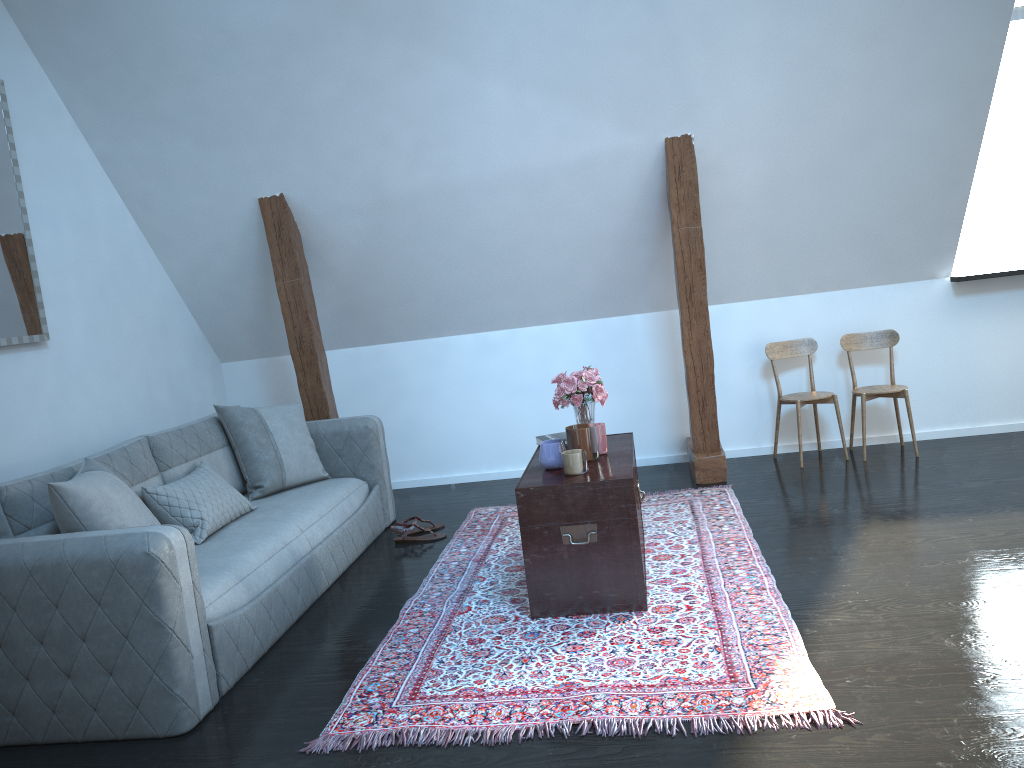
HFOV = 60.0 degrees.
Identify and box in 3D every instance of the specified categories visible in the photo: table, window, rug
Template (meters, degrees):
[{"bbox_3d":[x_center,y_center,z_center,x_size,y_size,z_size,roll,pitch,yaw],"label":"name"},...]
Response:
[{"bbox_3d":[0.318,0.536,3.630,0.471,0.492,0.962,-6,6,8],"label":"table"},{"bbox_3d":[4.398,-2.655,1.948,8.018,4.249,5.959,-6,6,8],"label":"window"},{"bbox_3d":[0.322,0.778,3.630,1.512,0.029,2.647,-6,6,9],"label":"rug"}]

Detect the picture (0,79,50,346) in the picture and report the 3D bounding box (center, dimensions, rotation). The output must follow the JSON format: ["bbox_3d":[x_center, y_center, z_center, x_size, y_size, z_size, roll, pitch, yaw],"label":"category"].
[{"bbox_3d":[-2.301,-0.728,3.596,0.025,1.185,0.965,-6,6,8],"label":"picture"}]

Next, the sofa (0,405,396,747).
[{"bbox_3d":[-1.387,0.586,3.866,1.107,0.770,2.458,-6,6,8],"label":"sofa"}]

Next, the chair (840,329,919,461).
[{"bbox_3d":[2.100,0.055,5.080,0.329,0.696,0.342,-6,6,10],"label":"chair"}]

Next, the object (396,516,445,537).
[{"bbox_3d":[-0.486,0.731,4.645,0.277,0.090,0.101,-11,7,-35],"label":"object"}]

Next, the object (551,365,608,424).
[{"bbox_3d":[0.294,0.096,3.823,0.235,0.351,0.234,-11,7,-31],"label":"object"}]

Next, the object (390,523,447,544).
[{"bbox_3d":[-0.474,0.747,4.485,0.277,0.090,0.101,-7,6,-3],"label":"object"}]

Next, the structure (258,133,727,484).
[{"bbox_3d":[4.826,-0.856,4.566,12.350,1.963,1.023,-6,6,8],"label":"structure"}]

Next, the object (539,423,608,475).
[{"bbox_3d":[0.228,0.249,3.490,0.215,0.138,0.413,-5,6,20],"label":"object"}]

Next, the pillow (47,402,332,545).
[{"bbox_3d":[-1.311,0.400,3.853,0.444,0.515,2.075,-6,6,8],"label":"pillow"}]

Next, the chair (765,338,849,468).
[{"bbox_3d":[1.706,0.096,5.159,0.329,0.696,0.342,-8,6,-8],"label":"chair"}]

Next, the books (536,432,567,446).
[{"bbox_3d":[0.247,0.245,3.978,0.243,0.034,0.179,-9,6,-13],"label":"books"}]
